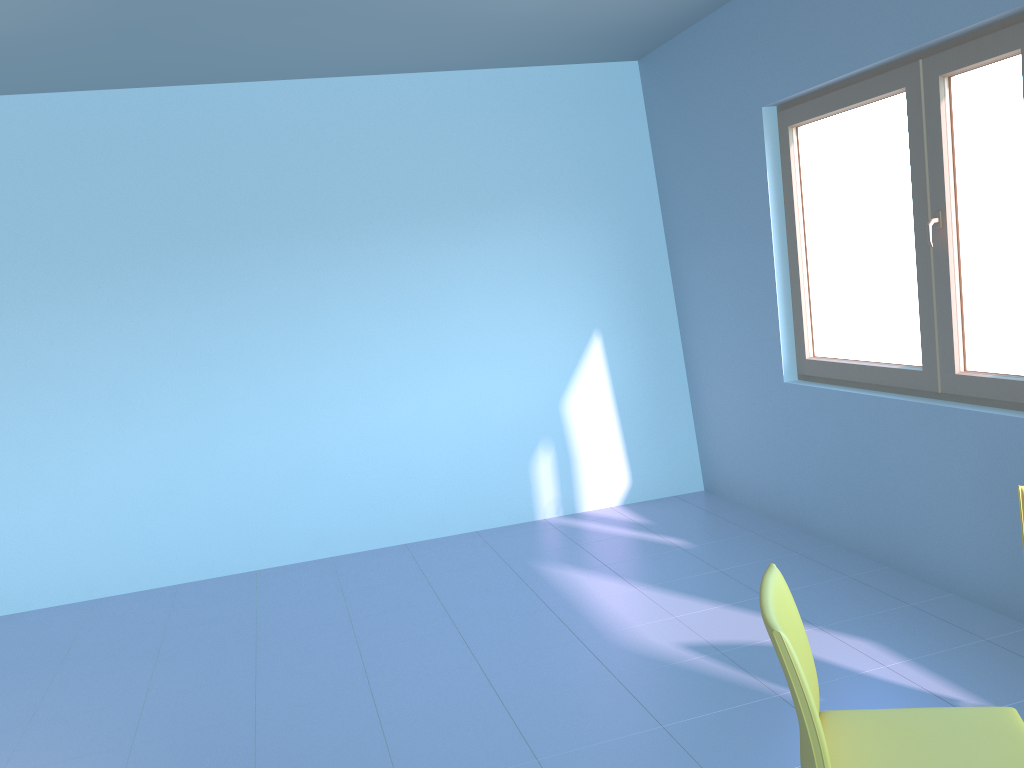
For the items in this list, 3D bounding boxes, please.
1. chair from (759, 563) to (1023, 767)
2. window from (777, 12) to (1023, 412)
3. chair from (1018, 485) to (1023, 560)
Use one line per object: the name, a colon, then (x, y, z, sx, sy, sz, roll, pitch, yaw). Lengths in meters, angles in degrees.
chair: (0.748, 0.728, 1.685, 0.484, 0.695, 0.387, -5, 7, 16)
window: (1.478, -0.578, 3.409, 0.142, 1.263, 1.475, -9, 7, -15)
chair: (1.403, 0.613, 1.989, 0.387, 0.695, 0.484, -5, 7, 16)
